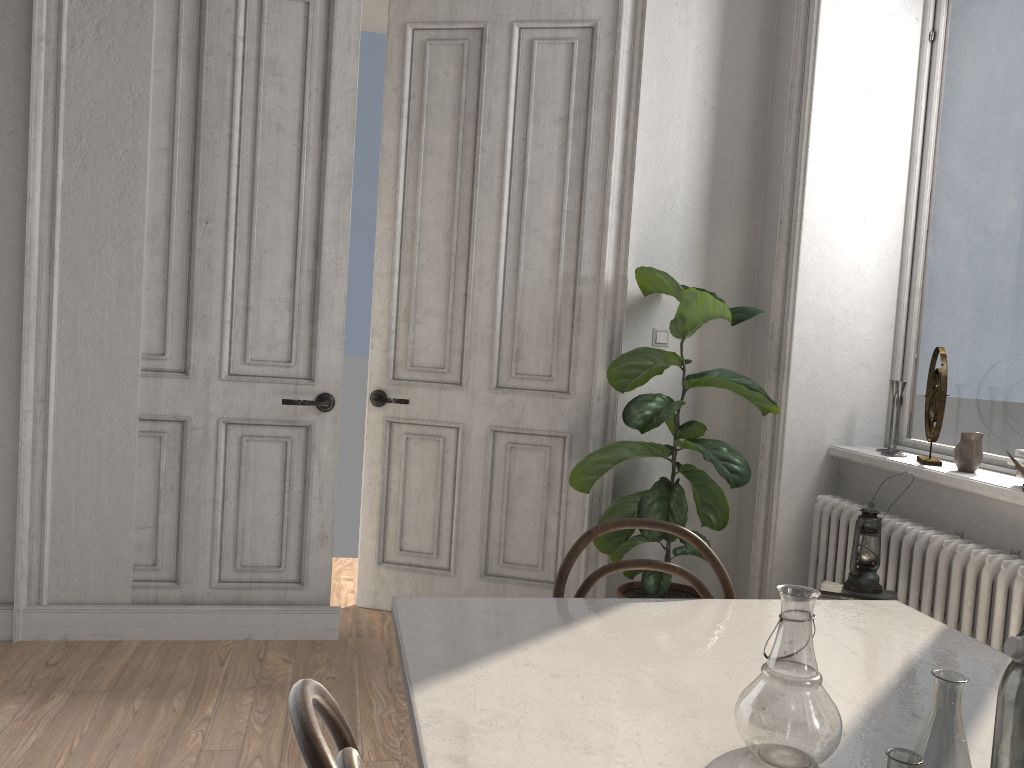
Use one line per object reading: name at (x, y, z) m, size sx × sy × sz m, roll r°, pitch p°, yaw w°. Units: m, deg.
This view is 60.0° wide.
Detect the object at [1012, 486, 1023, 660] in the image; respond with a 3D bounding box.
object at (0.631, 0.315, 1.013) m, size 0.116 × 0.383 × 0.116 m, roll 4°, pitch 3°, yaw 0°

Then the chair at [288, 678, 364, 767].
chair at (0.008, 0.789, 1.002) m, size 0.549 × 0.921 × 0.437 m, roll 3°, pitch 3°, yaw -16°

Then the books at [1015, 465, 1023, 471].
books at (1.648, 0.269, 2.677) m, size 0.147 × 0.023 × 0.221 m, roll 4°, pitch 3°, yaw 5°

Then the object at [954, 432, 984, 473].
object at (1.564, 0.230, 3.039) m, size 0.102 × 0.142 × 0.100 m, roll 1°, pitch 4°, yaw -36°

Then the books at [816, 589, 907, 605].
books at (1.060, 0.666, 2.722) m, size 0.163 × 0.029 × 0.232 m, roll 1°, pitch 4°, yaw -40°

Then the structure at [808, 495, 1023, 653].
structure at (1.810, -0.876, 0.969) m, size 0.340 × 4.476 × 5.179 m, roll 3°, pitch 3°, yaw -11°

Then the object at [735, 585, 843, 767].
object at (0.358, 0.373, 1.138) m, size 0.132 × 0.219 × 0.132 m, roll 2°, pitch 3°, yaw -22°

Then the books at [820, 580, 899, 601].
books at (1.063, 0.644, 2.719) m, size 0.221 × 0.027 × 0.147 m, roll 5°, pitch 3°, yaw 21°

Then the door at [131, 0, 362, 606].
door at (-1.225, -0.373, 3.580) m, size 1.097 × 2.815 × 0.216 m, roll 3°, pitch 3°, yaw -10°

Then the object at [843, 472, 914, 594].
object at (1.106, 0.444, 2.702) m, size 0.154 × 0.383 × 0.163 m, roll 1°, pitch 4°, yaw -37°

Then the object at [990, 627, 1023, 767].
object at (0.537, 0.355, 0.898) m, size 0.086 × 0.301 × 0.086 m, roll 2°, pitch 4°, yaw -25°

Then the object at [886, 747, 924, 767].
object at (0.422, 0.449, 0.962) m, size 0.058 × 0.094 × 0.058 m, roll 5°, pitch 3°, yaw 17°

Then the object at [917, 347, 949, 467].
object at (1.541, 0.078, 3.220) m, size 0.087 × 0.425 × 0.347 m, roll 5°, pitch 3°, yaw 21°

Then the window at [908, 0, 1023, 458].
window at (1.884, -1.139, 2.787) m, size 0.013 × 2.844 × 1.621 m, roll 3°, pitch 3°, yaw -11°

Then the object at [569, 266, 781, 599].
object at (0.905, 0.382, 1.016) m, size 0.792 × 1.843 × 5.824 m, roll 3°, pitch 3°, yaw -6°

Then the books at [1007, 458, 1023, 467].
books at (1.638, 0.248, 2.671) m, size 0.155 × 0.020 × 0.205 m, roll 3°, pitch 3°, yaw -21°

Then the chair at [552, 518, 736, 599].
chair at (0.284, 0.770, 1.731) m, size 0.438 × 0.921 × 0.549 m, roll 4°, pitch 3°, yaw -3°

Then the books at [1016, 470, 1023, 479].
books at (1.647, 0.291, 2.681) m, size 0.155 × 0.022 × 0.205 m, roll 4°, pitch 3°, yaw 9°

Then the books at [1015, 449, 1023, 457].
books at (1.663, 0.225, 2.655) m, size 0.174 × 0.019 × 0.243 m, roll 4°, pitch 3°, yaw -1°

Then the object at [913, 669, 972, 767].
object at (0.505, 0.418, 1.038) m, size 0.083 × 0.158 × 0.083 m, roll 3°, pitch 3°, yaw -15°

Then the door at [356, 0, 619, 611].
door at (-0.118, -0.321, 3.967) m, size 1.097 × 2.815 × 0.216 m, roll 4°, pitch 3°, yaw 14°

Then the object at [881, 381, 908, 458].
object at (1.481, 0.133, 3.406) m, size 0.095 × 0.289 × 0.095 m, roll 4°, pitch 3°, yaw 11°

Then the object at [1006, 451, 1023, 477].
object at (0.488, 0.289, 0.709) m, size 0.157 × 0.446 × 0.156 m, roll 4°, pitch 3°, yaw 7°

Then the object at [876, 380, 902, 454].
object at (1.515, 0.129, 3.532) m, size 0.095 × 0.289 × 0.095 m, roll 5°, pitch 4°, yaw 20°

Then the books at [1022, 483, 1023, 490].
books at (1.648, 0.313, 2.689) m, size 0.147 × 0.023 × 0.221 m, roll 6°, pitch 4°, yaw 38°

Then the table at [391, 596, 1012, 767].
table at (0.486, 0.900, 0.784) m, size 1.100 × 0.780 × 2.199 m, roll 3°, pitch 3°, yaw -11°
